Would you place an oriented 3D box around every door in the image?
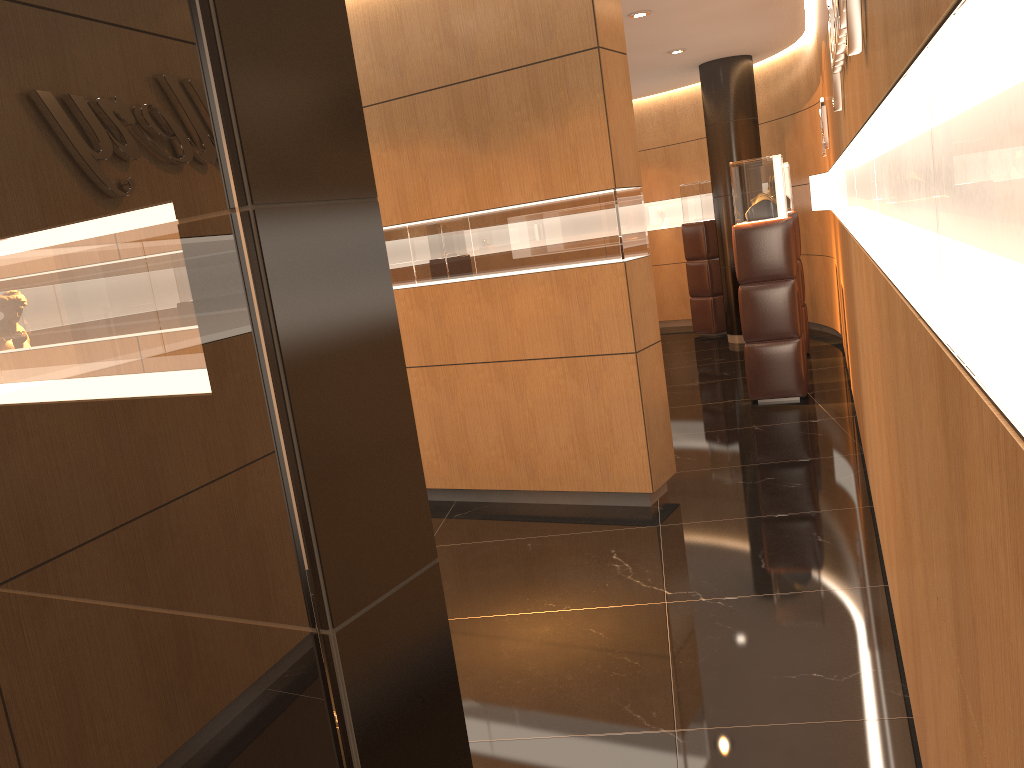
[{"bbox_3d":[-0.866,0.075,0.584,0.098,3.285,2.473,-5,10,20],"label":"door"}]

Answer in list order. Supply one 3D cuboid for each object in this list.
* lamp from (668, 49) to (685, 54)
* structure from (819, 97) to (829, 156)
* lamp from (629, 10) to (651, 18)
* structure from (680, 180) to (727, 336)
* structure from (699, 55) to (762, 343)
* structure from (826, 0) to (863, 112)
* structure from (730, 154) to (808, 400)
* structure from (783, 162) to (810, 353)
[{"bbox_3d":[1.715,-3.495,9.250,0.176,0.068,0.176,-6,10,14],"label":"lamp"},{"bbox_3d":[2.807,-2.310,7.985,0.034,0.442,2.050,-5,10,20],"label":"structure"},{"bbox_3d":[1.047,-3.067,7.291,0.176,0.068,0.176,-6,10,14],"label":"lamp"},{"bbox_3d":[2.608,-1.657,11.718,0.484,2.000,0.498,-13,10,-25],"label":"structure"},{"bbox_3d":[2.734,-2.232,10.676,0.613,3.430,0.613,-4,10,24],"label":"structure"},{"bbox_3d":[1.062,-1.191,2.875,0.034,0.442,2.050,-5,10,20],"label":"structure"},{"bbox_3d":[2.146,-0.881,7.427,0.498,1.968,0.484,-5,10,19],"label":"structure"},{"bbox_3d":[2.806,-1.288,9.361,0.498,2.000,0.484,-5,10,19],"label":"structure"}]
